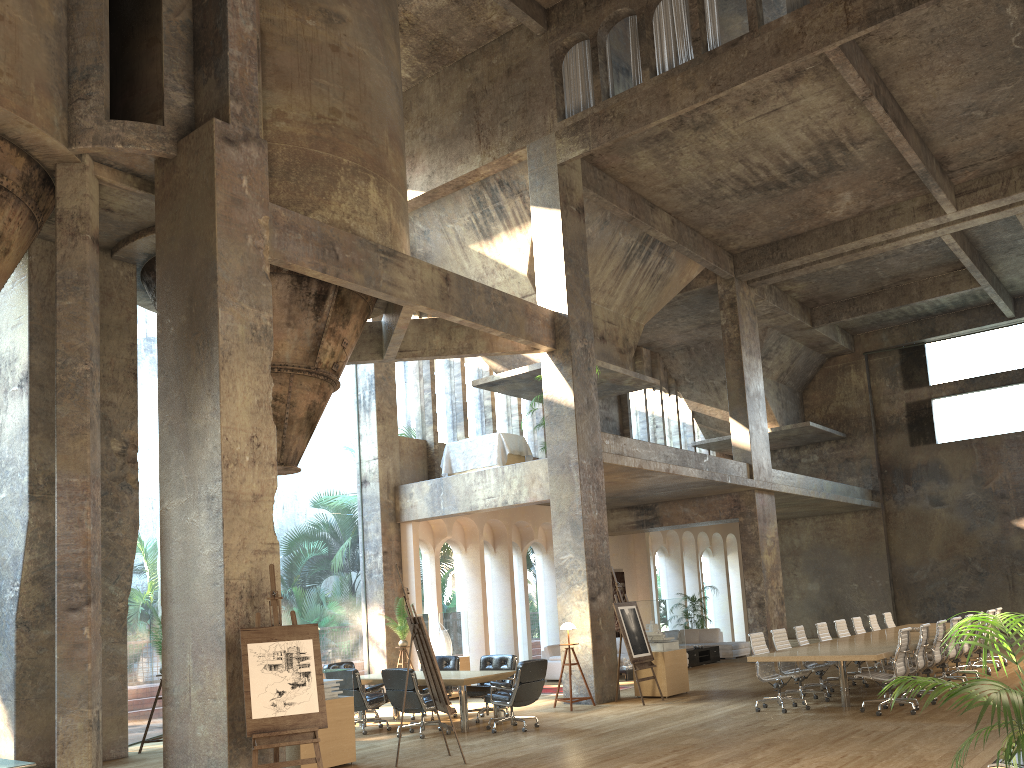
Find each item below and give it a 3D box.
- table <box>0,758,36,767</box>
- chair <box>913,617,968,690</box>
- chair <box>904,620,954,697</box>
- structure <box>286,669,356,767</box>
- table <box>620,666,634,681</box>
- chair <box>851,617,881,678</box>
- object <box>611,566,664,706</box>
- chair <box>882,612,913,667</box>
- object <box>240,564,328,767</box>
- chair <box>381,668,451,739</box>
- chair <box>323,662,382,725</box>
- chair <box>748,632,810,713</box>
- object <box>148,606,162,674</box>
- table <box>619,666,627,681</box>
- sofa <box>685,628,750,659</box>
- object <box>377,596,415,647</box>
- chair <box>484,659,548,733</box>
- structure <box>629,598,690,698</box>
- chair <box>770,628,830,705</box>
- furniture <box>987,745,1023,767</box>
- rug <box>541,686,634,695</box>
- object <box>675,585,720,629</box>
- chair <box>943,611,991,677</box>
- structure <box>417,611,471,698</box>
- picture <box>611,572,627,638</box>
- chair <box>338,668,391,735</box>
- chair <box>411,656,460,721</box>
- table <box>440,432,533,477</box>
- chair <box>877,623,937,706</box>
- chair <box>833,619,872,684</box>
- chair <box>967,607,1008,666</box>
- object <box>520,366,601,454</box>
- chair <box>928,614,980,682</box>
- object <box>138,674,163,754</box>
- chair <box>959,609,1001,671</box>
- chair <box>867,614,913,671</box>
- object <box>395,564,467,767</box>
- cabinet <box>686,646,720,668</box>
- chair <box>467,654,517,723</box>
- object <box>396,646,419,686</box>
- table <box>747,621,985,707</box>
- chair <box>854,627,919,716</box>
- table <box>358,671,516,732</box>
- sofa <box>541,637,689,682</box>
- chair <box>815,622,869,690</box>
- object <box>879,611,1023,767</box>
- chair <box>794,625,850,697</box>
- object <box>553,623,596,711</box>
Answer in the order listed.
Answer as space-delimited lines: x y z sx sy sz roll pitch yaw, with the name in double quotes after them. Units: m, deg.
-4.913 3.495 7.395 1.895 0.535 0.949 -14 -16 37 "table"
6.350 3.993 13.057 0.669 1.006 0.709 5 -13 -43 "chair"
5.793 3.849 12.352 0.708 1.006 0.669 -12 -13 43 "chair"
-2.224 3.617 9.460 0.752 0.995 0.741 -11 -12 37 "structure"
2.033 5.795 17.584 0.871 0.241 0.373 -14 -16 37 "table"
6.304 4.544 15.228 0.708 1.006 0.669 -12 -13 43 "chair"
1.837 3.883 13.646 0.692 2.107 0.707 -9 -9 37 "object"
7.466 4.841 16.687 0.709 1.006 0.669 -12 -13 43 "chair"
-2.054 2.658 7.851 0.702 2.107 0.696 0 -8 -26 "object"
-1.196 4.111 11.419 0.826 0.875 0.740 7 -14 -44 "chair"
-2.354 4.658 13.301 0.829 0.876 0.738 -10 -12 32 "chair"
3.576 3.831 11.740 0.708 1.006 0.669 -12 -13 43 "chair"
-4.577 3.383 11.656 0.870 0.922 0.693 -12 -13 40 "object"
2.264 5.875 17.870 0.800 0.199 1.120 -14 -17 36 "table"
4.787 6.513 22.052 2.094 0.707 1.081 -14 -16 37 "sofa"
-2.078 4.353 16.106 0.693 0.922 0.870 -9 -11 28 "object"
0.013 4.037 11.423 0.829 0.876 0.737 -10 -12 34 "chair"
2.392 4.294 14.324 0.601 1.518 0.749 -10 -10 37 "structure"
4.086 3.976 12.437 0.669 1.006 0.709 5 -13 -43 "chair"
3.832 2.463 6.030 0.717 0.826 1.888 -11 -15 37 "furniture"
0.885 5.607 16.101 2.495 0.009 1.358 -15 -18 37 "rug"
4.926 6.368 23.716 1.421 1.778 1.365 -13 -13 43 "object"
7.471 4.283 14.479 0.707 1.006 0.671 -11 -11 37 "chair"
-1.242 4.945 16.014 0.601 1.518 0.749 -10 -10 37 "structure"
2.583 5.747 22.721 0.070 1.738 1.516 -9 -11 37 "picture"
-2.067 4.338 12.105 0.738 0.875 0.828 -11 -13 38 "chair"
-1.162 4.568 13.237 0.731 0.875 0.836 -6 -11 11 "chair"
-0.506 1.461 17.031 1.772 0.786 1.125 -14 -15 37 "table"
5.223 3.703 11.634 0.708 1.006 0.670 -12 -12 41 "chair"
5.747 4.401 14.524 0.669 1.006 0.709 5 -13 -43 "chair"
8.519 4.563 15.842 0.708 1.006 0.669 -12 -13 43 "chair"
0.932 0.560 15.824 1.421 1.775 1.365 -13 -13 43 "object"
6.900 4.132 13.743 0.708 1.006 0.669 -12 -13 43 "chair"
-4.592 4.351 11.703 0.658 0.954 0.582 -1 -9 -16 "object"
8.004 4.419 15.149 0.669 1.006 0.709 5 -13 -43 "chair"
6.874 4.691 15.947 0.708 1.006 0.670 -12 -12 41 "chair"
-0.961 2.980 9.393 0.684 2.107 0.714 -1 -8 -20 "object"
4.242 6.222 20.063 0.401 0.362 1.576 -12 -16 37 "cabinet"
-0.354 4.367 12.640 0.736 0.875 0.830 -10 -12 31 "chair"
-1.969 5.266 15.963 0.658 0.954 0.582 -4 -9 2 "object"
6.042 4.305 13.698 1.621 0.744 7.784 -13 -17 36 "table"
2.454 4.145 12.681 13.118 1.012 31.788 -14 -18 36 "chair"
-1.188 4.446 12.374 2.441 0.686 1.114 -14 -16 37 "table"
2.173 5.843 18.766 2.091 0.708 2.955 -14 -17 36 "sofa"
5.197 4.261 13.837 0.708 1.006 0.669 -12 -13 43 "chair"
1.898 1.533 3.089 1.101 1.429 1.143 -9 -11 28 "object"
4.612 4.114 13.112 0.707 1.006 0.671 -11 -11 37 "chair"
0.816 4.294 13.405 0.577 1.273 0.663 -10 -10 38 "object"
